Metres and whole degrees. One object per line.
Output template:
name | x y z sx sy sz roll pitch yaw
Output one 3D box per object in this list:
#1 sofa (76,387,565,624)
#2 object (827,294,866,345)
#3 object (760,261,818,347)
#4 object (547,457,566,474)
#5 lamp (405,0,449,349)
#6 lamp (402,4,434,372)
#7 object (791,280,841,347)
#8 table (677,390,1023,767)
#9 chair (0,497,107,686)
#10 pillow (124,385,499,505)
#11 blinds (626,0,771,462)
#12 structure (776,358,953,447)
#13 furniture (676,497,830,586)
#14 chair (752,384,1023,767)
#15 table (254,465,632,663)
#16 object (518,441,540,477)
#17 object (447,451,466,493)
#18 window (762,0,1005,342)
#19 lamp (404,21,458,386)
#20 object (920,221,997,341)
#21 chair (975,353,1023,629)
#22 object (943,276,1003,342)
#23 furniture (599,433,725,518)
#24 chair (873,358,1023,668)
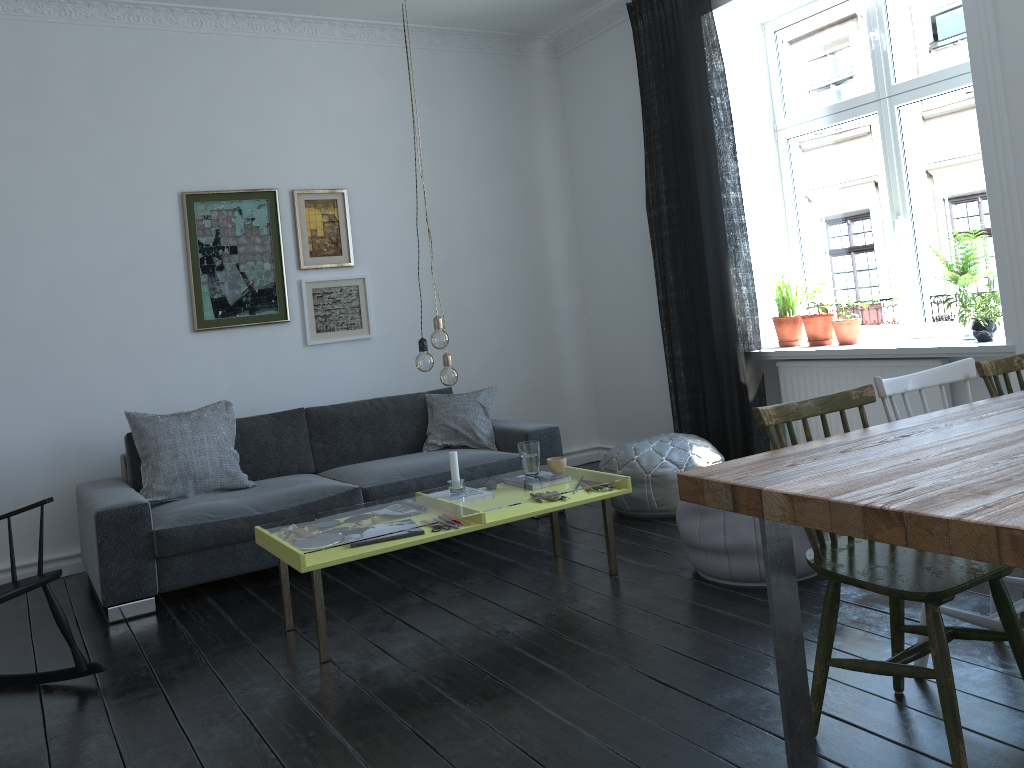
sofa | -0.983 0.495 4.733 2.386 0.725 1.079 -8 3 -30
object | 1.823 -0.352 4.777 0.193 0.279 0.177 -6 0 27
object | 1.626 -0.472 5.147 0.298 0.501 0.335 -7 -1 43
object | 0.200 0.364 3.901 0.087 0.067 0.087 -6 2 -2
lamp | -0.364 -0.886 3.564 0.074 1.503 0.074 -7 -2 17
lamp | -0.417 -0.796 3.537 0.086 1.503 0.074 -7 -3 21
object | 1.732 -0.404 4.962 0.235 0.371 0.257 -6 0 -18
table | 1.623 0.424 2.140 2.239 0.718 1.013 -8 3 -30
chair | -1.961 0.597 2.946 0.902 1.009 0.613 -6 0 15
pillow | -1.005 0.249 4.868 2.065 0.494 0.476 -8 2 -26
blinds | 1.064 -0.907 5.224 0.113 2.985 0.798 -5 -2 -32
structure | 1.805 0.189 4.499 0.073 0.629 1.059 -5 2 -30
furniture | 0.993 0.560 3.589 0.613 0.420 0.612 -8 3 -36
chair | 0.936 0.442 2.146 0.470 0.830 0.482 -6 -1 -32
table | -0.239 0.672 3.545 1.408 0.400 0.597 -8 3 -30
object | 0.081 0.334 3.925 0.097 0.146 0.098 -6 0 20
object | -0.242 0.370 3.737 0.074 0.174 0.074 -6 -1 5
window | 2.039 -1.232 4.736 0.108 1.994 1.559 -5 -1 -30
lamp | -0.330 -0.737 3.596 0.074 1.503 0.088 -6 -2 -6
object | 2.172 -0.493 4.243 0.326 0.568 0.394 -6 0 23
chair | 1.760 0.315 2.659 0.470 0.831 0.482 -6 -1 -32
object | 2.166 -0.342 4.049 0.287 0.296 0.283 -6 1 -26
furniture | 0.811 0.477 4.793 0.683 0.383 0.676 -8 3 -30
chair | 1.329 0.371 2.424 0.468 0.845 0.506 -6 -1 -30
